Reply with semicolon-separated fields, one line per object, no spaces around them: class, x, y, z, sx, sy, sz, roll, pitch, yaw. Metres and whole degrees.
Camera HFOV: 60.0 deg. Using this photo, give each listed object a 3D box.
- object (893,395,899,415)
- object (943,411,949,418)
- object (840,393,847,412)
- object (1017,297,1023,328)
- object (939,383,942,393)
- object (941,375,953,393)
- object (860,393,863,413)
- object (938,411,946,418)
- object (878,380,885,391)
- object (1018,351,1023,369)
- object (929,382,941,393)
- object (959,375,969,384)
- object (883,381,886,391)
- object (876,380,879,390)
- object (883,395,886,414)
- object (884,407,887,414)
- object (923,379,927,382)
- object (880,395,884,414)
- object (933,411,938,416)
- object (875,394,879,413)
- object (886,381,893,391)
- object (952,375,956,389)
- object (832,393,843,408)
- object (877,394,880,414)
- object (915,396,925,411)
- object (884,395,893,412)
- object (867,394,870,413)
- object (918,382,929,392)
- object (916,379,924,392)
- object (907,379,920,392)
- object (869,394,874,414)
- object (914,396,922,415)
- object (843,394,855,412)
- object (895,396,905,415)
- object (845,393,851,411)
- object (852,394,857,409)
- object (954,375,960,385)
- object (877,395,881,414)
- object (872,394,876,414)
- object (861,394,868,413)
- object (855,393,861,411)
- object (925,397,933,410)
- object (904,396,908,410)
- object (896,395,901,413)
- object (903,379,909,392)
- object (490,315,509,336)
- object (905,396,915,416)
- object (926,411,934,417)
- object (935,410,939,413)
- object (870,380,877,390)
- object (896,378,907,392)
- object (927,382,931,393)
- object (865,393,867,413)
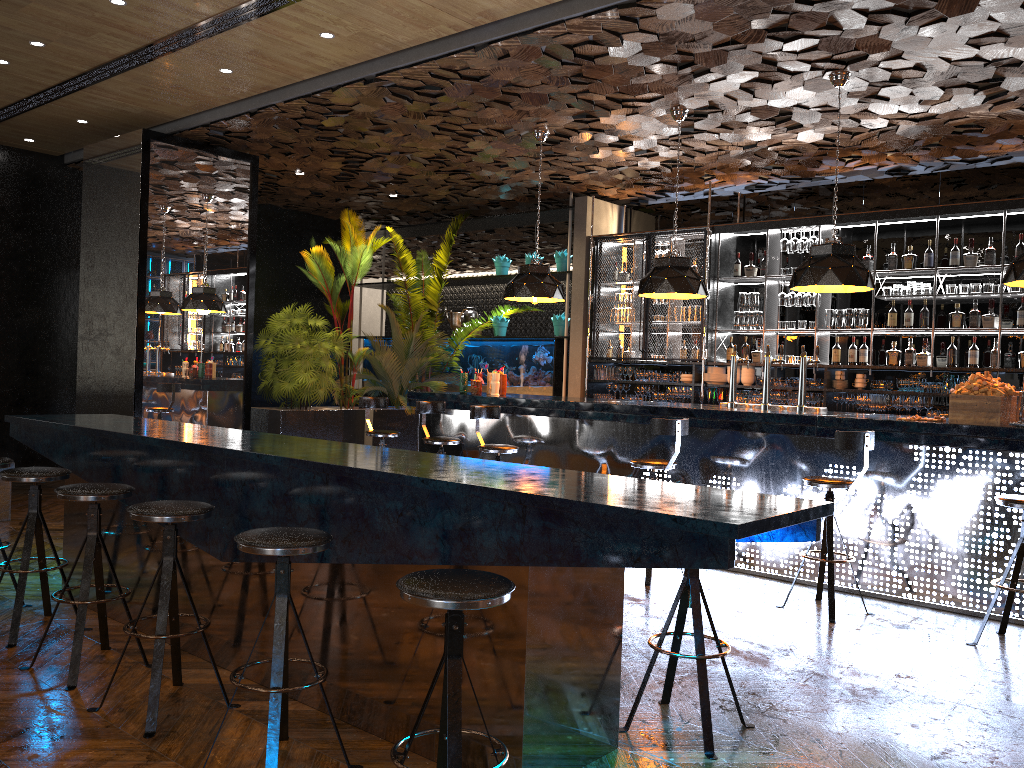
object;3.760;0.226;8.660;0.091;0.229;0.091;2;1;-29
object;4.086;0.307;8.363;0.067;0.099;0.067;2;1;12
object;3.354;0.208;9.014;0.108;0.227;0.108;2;1;20
object;4.626;-0.642;8.030;0.086;0.298;0.086;2;1;-1
object;4.026;0.035;8.380;0.098;0.097;0.098;2;1;-25
object;4.031;0.000;8.205;0.101;0.172;0.115;2;1;-20
object;3.484;0.211;8.839;0.058;0.234;0.058;2;1;-27
object;4.005;0.306;8.268;0.067;0.099;0.067;2;1;12
object;3.602;0.016;8.642;0.058;0.099;0.067;2;1;-14
object;4.647;-0.251;7.993;0.094;0.248;0.151;1;1;-41
object;3.958;0.033;8.296;0.098;0.097;0.098;2;1;-15
object;4.133;0.004;8.105;0.115;0.172;0.101;2;1;25
object;3.696;0.017;8.818;0.067;0.099;0.058;2;1;1
object;3.574;0.014;8.705;0.067;0.099;0.058;2;1;10
object;3.665;0.221;8.732;0.049;0.231;0.049;1;1;-42
object;3.695;0.221;8.783;0.049;0.231;0.049;3;1;43
object;3.981;0.015;8.631;0.108;0.126;0.108;2;1;12
object;3.618;0.220;8.685;0.049;0.231;0.049;3;1;45
object;4.011;0.303;8.414;0.067;0.100;0.067;3;1;33
object;3.607;0.218;8.778;0.049;0.231;0.049;2;1;-13
object;3.700;0.018;8.696;0.067;0.099;0.058;2;1;-37
object;4.105;0.001;8.300;0.101;0.172;0.115;1;1;-40
object;3.273;0.206;8.926;0.108;0.227;0.108;2;1;32
object;3.645;0.219;8.831;0.049;0.231;0.049;2;1;30
object;3.873;0.233;8.411;0.091;0.229;0.091;2;1;13
object;3.650;0.223;8.598;0.091;0.229;0.091;2;1;27
object;3.545;0.214;8.811;0.058;0.234;0.058;2;1;-16
object;3.883;0.030;8.368;0.098;0.097;0.098;2;1;20
object;3.903;0.014;8.537;0.108;0.126;0.108;3;1;35
object;3.826;0.012;8.449;0.108;0.126;0.108;2;1;-15
object;3.517;0.216;8.686;0.049;0.231;0.049;2;1;-38
object;3.903;0.233;8.535;0.091;0.229;0.091;3;1;34
object;3.362;0.210;8.852;0.108;0.227;0.108;2;1;11
object;3.732;0.227;8.535;0.091;0.229;0.091;2;1;-2
object;3.435;0.210;9.106;0.108;0.227;0.108;2;1;-18
object;3.441;0.212;8.940;0.108;0.227;0.108;2;1;5
object;4.190;0.003;8.389;0.115;0.172;0.101;2;1;25
object;3.575;0.219;8.637;0.049;0.231;0.049;3;1;36
object;3.561;0.217;8.736;0.049;0.231;0.049;1;1;-41
object;3.476;0.212;8.745;0.058;0.234;0.058;3;1;44
object;3.427;0.210;8.776;0.058;0.234;0.058;2;1;-7
object;4.028;0.237;8.583;0.091;0.229;0.091;3;1;38
object;3.832;0.230;8.598;0.091;0.229;0.091;2;1;-18
object;3.806;0.227;8.770;0.091;0.229;0.091;2;1;-14
object;3.821;0.010;8.613;0.100;0.125;0.100;2;1;-2
object;-0.166;-0.789;12.002;0.265;0.325;0.245;2;1;5
object;3.801;0.230;8.475;0.091;0.229;0.091;2;1;-22
object;3.927;0.301;8.338;0.067;0.100;0.067;3;1;33
object;4.076;0.305;8.505;0.067;0.100;0.067;3;1;33
object;3.531;0.013;8.652;0.067;0.099;0.058;2;1;-4
object;3.740;0.009;8.520;0.100;0.125;0.100;2;1;-11
object;3.951;0.031;8.443;0.098;0.097;0.098;2;1;-12
object;3.585;0.214;8.959;0.058;0.234;0.058;3;1;43
